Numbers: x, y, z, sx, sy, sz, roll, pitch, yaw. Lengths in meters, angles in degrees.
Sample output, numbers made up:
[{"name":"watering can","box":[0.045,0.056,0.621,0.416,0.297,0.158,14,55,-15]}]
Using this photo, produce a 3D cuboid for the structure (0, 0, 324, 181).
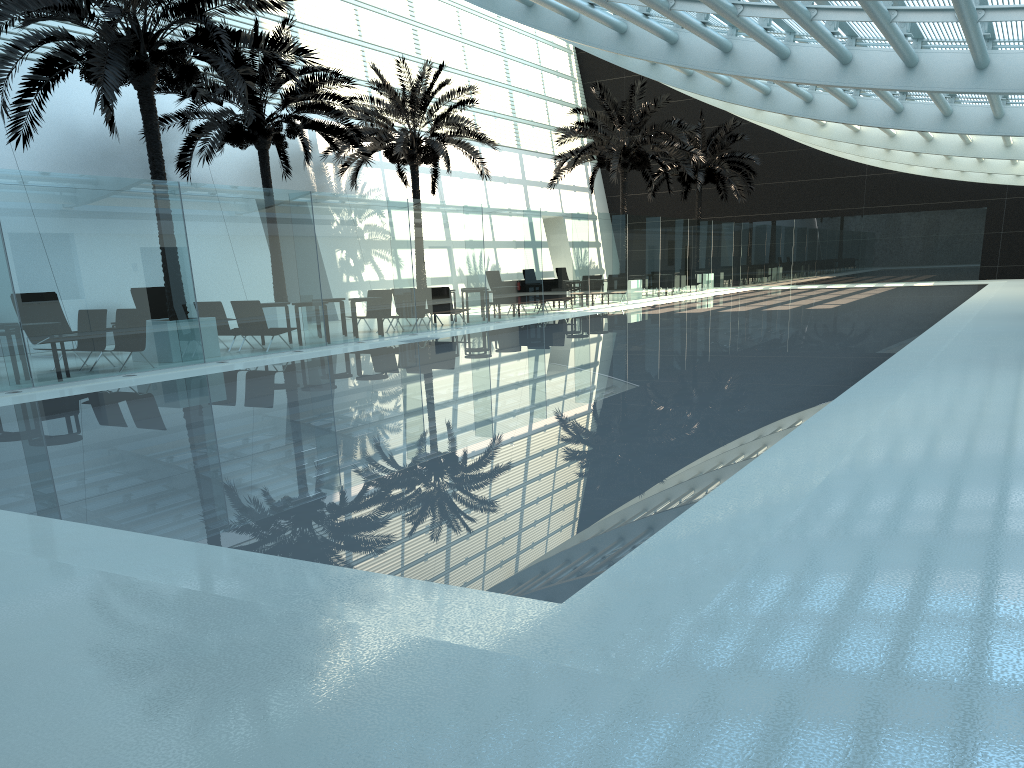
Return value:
[{"name":"structure","box":[-5.786,-3.914,13.578,4.354,7.310,4.716,-15,19,-40]}]

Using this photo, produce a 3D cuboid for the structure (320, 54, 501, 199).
[{"name":"structure","box":[-2.822,-5.491,24.908,4.589,7.180,4.145,-9,16,-25]}]

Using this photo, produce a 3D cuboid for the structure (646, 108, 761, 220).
[{"name":"structure","box":[7.915,-7.514,36.104,4.458,7.309,4.604,0,14,9]}]

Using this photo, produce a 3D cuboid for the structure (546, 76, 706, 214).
[{"name":"structure","box":[3.809,-6.440,29.391,4.800,7.310,4.276,4,16,23]}]

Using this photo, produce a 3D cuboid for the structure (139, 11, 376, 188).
[{"name":"structure","box":[-5.652,-4.663,19.861,4.643,7.117,4.095,0,15,9]}]
